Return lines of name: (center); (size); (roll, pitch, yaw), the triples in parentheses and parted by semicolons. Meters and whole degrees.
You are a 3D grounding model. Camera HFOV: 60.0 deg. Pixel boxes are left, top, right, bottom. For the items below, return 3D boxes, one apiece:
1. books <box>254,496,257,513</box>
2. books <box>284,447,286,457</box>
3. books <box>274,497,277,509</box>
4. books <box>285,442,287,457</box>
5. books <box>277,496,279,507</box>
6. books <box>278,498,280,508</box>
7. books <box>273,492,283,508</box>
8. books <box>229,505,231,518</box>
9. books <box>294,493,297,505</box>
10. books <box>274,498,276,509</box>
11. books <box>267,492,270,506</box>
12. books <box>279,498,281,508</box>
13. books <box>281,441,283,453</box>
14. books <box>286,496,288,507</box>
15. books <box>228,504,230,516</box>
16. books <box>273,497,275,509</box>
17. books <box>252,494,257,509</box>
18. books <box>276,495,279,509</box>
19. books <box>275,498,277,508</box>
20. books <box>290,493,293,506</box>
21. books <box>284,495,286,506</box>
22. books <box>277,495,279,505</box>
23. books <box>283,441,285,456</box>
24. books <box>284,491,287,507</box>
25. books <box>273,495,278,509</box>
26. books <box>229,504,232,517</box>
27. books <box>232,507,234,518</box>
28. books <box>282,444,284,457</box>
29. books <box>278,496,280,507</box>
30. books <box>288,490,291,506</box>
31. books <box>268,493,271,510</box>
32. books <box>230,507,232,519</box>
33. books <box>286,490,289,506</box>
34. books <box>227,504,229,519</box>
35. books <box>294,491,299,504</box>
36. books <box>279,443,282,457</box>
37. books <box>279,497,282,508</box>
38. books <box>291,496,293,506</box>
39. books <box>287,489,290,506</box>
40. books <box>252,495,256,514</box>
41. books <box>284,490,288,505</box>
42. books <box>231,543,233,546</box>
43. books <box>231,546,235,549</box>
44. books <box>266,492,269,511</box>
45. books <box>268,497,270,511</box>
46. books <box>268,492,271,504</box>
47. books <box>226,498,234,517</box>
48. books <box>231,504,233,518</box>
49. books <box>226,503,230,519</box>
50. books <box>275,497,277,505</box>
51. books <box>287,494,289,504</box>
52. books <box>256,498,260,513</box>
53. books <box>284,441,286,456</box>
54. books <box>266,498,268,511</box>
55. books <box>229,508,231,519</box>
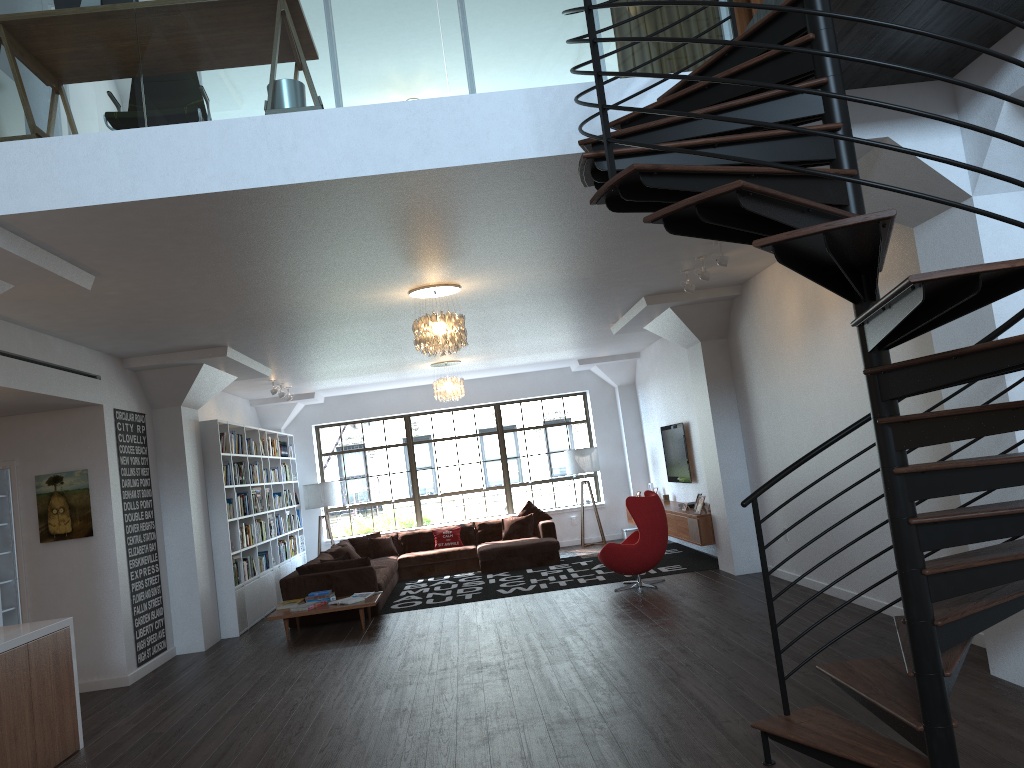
books: (-3.369, 1.559, 11.388); (0.161, 0.223, 0.032); (-7, -5, -4)
books: (-3.619, 1.027, 13.757); (0.183, 0.253, 0.042); (-7, -5, -4)
books: (-3.423, 1.706, 12.628); (0.120, 0.167, 0.019); (-7, -5, -4)
books: (-3.617, 1.035, 13.844); (0.183, 0.253, 0.042); (-7, -5, -4)
books: (-3.444, 1.708, 12.792); (0.136, 0.196, 0.045); (-7, -5, -4)
books: (-3.440, 1.721, 12.846); (0.128, 0.178, 0.022); (-7, -5, -4)
books: (-3.462, 1.718, 13.080); (0.140, 0.231, 0.042); (-7, -5, -4)
books: (-3.280, 1.474, 10.163); (0.110, 0.153, 0.019); (-7, -5, -4)
books: (-3.536, 1.834, 14.139); (0.167, 0.210, 0.162); (-7, -5, -4)
books: (-3.417, 1.708, 12.592); (0.110, 0.153, 0.018); (-7, -5, -4)
books: (-3.430, 1.626, 12.193); (0.183, 0.253, 0.039); (-7, -5, -4)
books: (-3.438, 1.743, 12.955); (0.110, 0.153, 0.019); (-7, -5, -4)
books: (-3.607, 1.010, 13.583); (0.183, 0.253, 0.042); (-7, -5, -4)
books: (-3.482, 1.753, 13.395); (0.161, 0.223, 0.032); (-7, -5, -4)
books: (-3.294, 1.460, 10.126); (0.128, 0.178, 0.022); (-7, -5, -4)
books: (-3.432, 1.689, 12.532); (0.134, 0.184, 0.029); (-7, -5, -4)
books: (-3.387, 1.549, 11.425); (0.183, 0.253, 0.042); (-7, -5, -4)
books: (-3.439, 1.706, 12.752); (0.139, 0.191, 0.036); (-7, -5, -4)
books: (-3.417, 1.709, 12.654); (0.106, 0.162, 0.030); (-7, -5, -4)
books: (-3.515, 1.783, 13.759); (0.174, 0.236, 0.142); (-7, -5, -4)
books: (-3.481, 1.742, 13.277); (0.161, 0.223, 0.032); (-7, -5, -4)
books: (-3.447, 1.709, 12.826); (0.127, 0.200, 0.020); (-7, -5, -4)
books: (-3.610, 1.022, 13.714); (0.183, 0.253, 0.042); (-7, -5, -4)
books: (-3.483, 1.738, 13.320); (0.174, 0.240, 0.054); (-7, -5, -4)
books: (-3.442, 1.695, 12.712); (0.140, 0.206, 0.042); (-7, -5, -4)
books: (-3.286, 1.472, 10.200); (0.120, 0.167, 0.020); (-7, -5, -4)
books: (-3.282, 1.476, 10.252); (0.107, 0.167, 0.017); (-7, -5, -4)
books: (-3.612, 1.015, 13.627); (0.183, 0.253, 0.042); (-7, -5, -4)
books: (-3.443, 1.724, 12.867); (0.128, 0.178, 0.021); (-7, -5, -4)
books: (-3.510, 1.766, 13.670); (0.183, 0.253, 0.042); (-7, -5, -4)
books: (-3.430, 1.634, 12.262); (0.171, 0.246, 0.036); (-7, -5, -4)
books: (-3.283, 1.476, 10.181); (0.110, 0.153, 0.018); (-7, -5, -4)
books: (-3.501, 1.753, 13.505); (0.171, 0.246, 0.039); (-7, -5, -4)
books: (-3.283, 1.453, 10.053); (0.128, 0.178, 0.022); (-7, -5, -4)
books: (-3.532, 1.838, 14.230); (0.182, 0.215, 0.188); (-7, -5, -4)
books: (-3.577, 1.007, 13.422); (0.161, 0.223, 0.032); (-7, -5, -4)
books: (-3.443, 1.741, 12.993); (0.120, 0.167, 0.020); (-7, -5, -4)
books: (-3.508, 1.802, 13.814); (0.161, 0.207, 0.135); (-7, -5, -4)
books: (-3.511, 1.755, 13.584); (0.180, 0.259, 0.042); (-7, -5, -4)
books: (-3.370, 1.544, 11.313); (0.174, 0.240, 0.054); (-7, -5, -4)
books: (-3.501, 1.743, 13.432); (0.183, 0.253, 0.042); (-7, -5, -4)
books: (-3.284, 1.835, 10.066); (0.174, 0.032, 0.254); (-7, -5, -9)
books: (-3.277, 1.868, 10.068); (0.197, 0.033, 0.284); (-5, -6, -29)
books: (-3.415, 1.613, 12.090); (0.174, 0.251, 0.051); (-7, -5, -4)
books: (-3.412, 1.634, 12.159); (0.161, 0.223, 0.030); (-7, -5, -4)
books: (-3.435, 1.636, 12.298); (0.160, 0.251, 0.036); (-7, -5, -4)
books: (-3.305, 1.449, 10.288); (0.140, 0.231, 0.042); (-7, -5, -4)
books: (-3.280, 1.476, 10.227); (0.106, 0.162, 0.032); (-7, -5, -4)
books: (-3.294, 1.455, 10.100); (0.134, 0.184, 0.030); (-7, -5, -4)
books: (-3.419, 1.709, 12.677); (0.107, 0.167, 0.016); (-7, -5, -4)
books: (-3.506, 1.755, 13.544); (0.160, 0.251, 0.039); (-7, -5, -4)
books: (-3.380, 1.583, 11.543); (0.161, 0.207, 0.135); (-7, -5, -4)
books: (-3.615, 1.031, 13.801); (0.183, 0.253, 0.042); (-7, -5, -4)
books: (-3.411, 1.624, 12.048); (0.161, 0.223, 0.030); (-7, -5, -4)
books: (-3.286, 1.464, 10.145); (0.109, 0.171, 0.018); (-7, -5, -4)
